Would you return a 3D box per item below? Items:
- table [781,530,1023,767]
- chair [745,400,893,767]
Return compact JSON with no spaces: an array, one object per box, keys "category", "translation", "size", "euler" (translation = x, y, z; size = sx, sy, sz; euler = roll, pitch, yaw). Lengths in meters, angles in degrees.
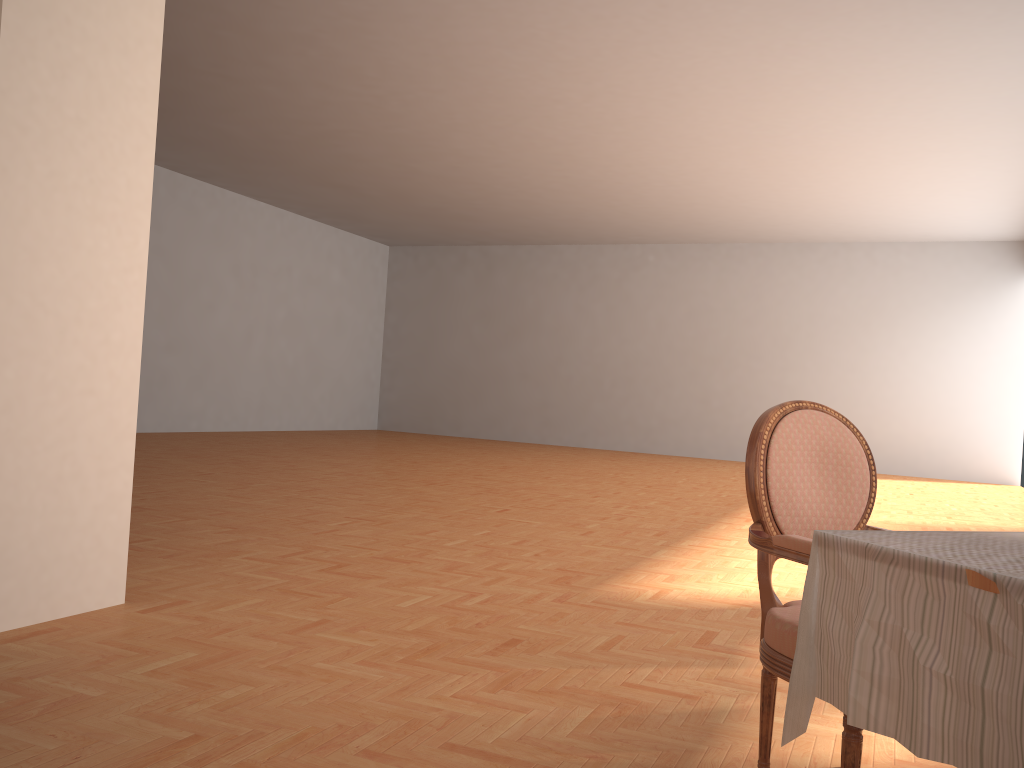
[{"category":"table","translation":[1.042,0.640,1.440],"size":[0.831,0.677,0.829],"euler":[4,-1,-22]},{"category":"chair","translation":[0.824,0.509,2.076],"size":[0.521,0.931,0.593],"euler":[4,0,-22]}]
